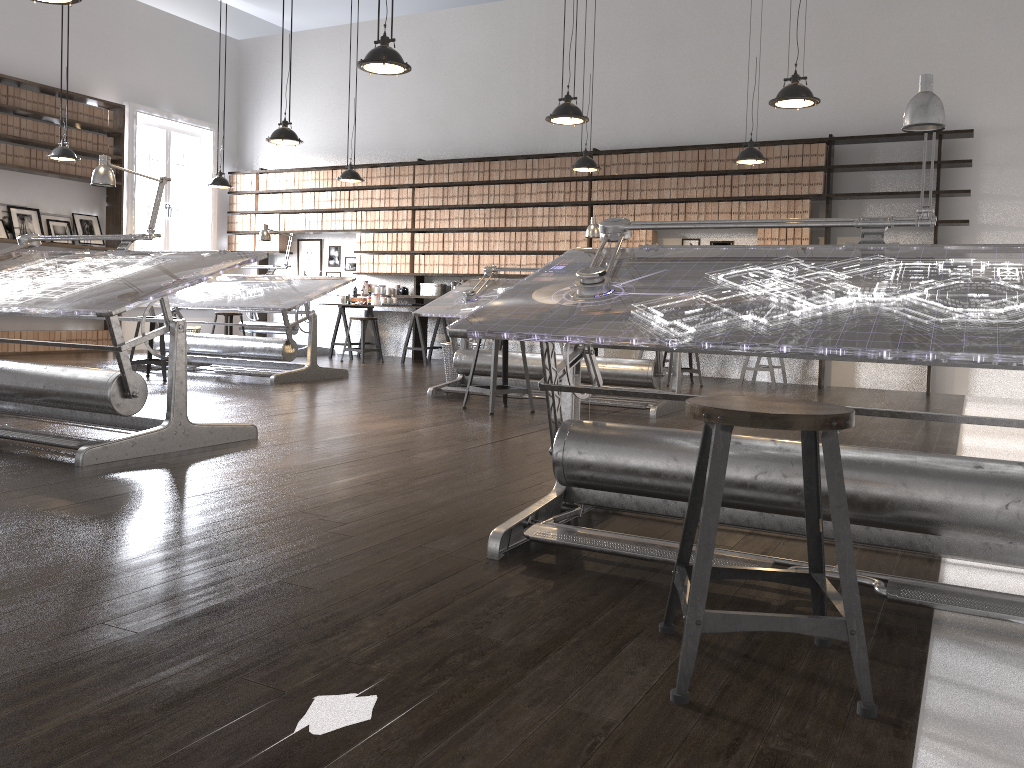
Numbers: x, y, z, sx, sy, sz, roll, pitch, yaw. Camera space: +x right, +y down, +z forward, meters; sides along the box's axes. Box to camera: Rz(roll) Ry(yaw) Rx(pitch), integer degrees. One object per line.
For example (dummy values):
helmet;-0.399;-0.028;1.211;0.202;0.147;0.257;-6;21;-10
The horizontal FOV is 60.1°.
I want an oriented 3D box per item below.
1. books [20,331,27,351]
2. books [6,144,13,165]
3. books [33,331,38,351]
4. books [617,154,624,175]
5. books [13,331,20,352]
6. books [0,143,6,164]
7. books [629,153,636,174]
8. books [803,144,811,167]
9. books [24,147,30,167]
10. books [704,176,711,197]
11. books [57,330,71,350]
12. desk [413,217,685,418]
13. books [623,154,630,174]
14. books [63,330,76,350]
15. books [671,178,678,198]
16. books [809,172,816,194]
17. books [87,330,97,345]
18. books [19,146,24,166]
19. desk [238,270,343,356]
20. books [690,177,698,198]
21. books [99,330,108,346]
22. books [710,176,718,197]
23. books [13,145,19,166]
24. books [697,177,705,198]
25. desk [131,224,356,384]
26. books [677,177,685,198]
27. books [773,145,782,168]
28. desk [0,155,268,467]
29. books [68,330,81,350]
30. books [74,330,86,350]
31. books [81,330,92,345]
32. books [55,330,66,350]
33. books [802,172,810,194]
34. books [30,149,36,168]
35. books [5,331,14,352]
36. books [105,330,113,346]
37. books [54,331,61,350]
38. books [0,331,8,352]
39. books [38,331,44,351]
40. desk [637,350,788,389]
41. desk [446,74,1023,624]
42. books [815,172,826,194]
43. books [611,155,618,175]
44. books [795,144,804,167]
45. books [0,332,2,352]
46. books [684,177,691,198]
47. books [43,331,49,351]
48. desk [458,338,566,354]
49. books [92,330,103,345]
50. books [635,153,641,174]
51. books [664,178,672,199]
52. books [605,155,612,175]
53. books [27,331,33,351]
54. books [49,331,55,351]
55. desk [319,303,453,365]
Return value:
books;-5.508;-0.478;9.895;0.175;0.225;0.067;3;3;28
books;-5.529;-2.493;9.657;0.175;0.225;0.067;3;3;27
books;-5.448;-0.487;10.016;0.175;0.225;0.067;3;3;27
books;1.218;-2.390;9.703;0.067;0.225;0.174;3;3;27
books;-5.544;-0.473;9.830;0.174;0.225;0.067;3;3;27
books;-5.566;-2.488;9.595;0.174;0.225;0.067;3;3;27
books;1.337;-2.380;9.633;0.067;0.225;0.175;3;3;28
books;2.942;-2.257;8.801;0.067;0.225;0.175;3;3;27
books;-5.442;-2.505;9.838;0.175;0.225;0.067;3;3;28
books;2.065;-2.047;9.258;0.067;0.225;0.175;3;3;28
books;-5.257;-0.512;10.381;0.175;0.225;0.067;3;3;28
desk;0.417;-0.559;6.587;2.071;1.384;1.078;4;4;27
books;1.280;-2.385;9.670;0.067;0.225;0.175;3;3;27
books;-5.222;-0.516;10.438;0.175;0.225;0.067;3;3;27
books;1.752;-2.071;9.423;0.067;0.225;0.175;3;3;27
books;2.994;-1.976;8.778;0.067;0.225;0.175;3;3;28
books;-5.098;-0.534;10.690;0.175;0.225;0.067;3;3;27
books;-5.470;-2.501;9.779;0.175;0.225;0.067;3;3;27
desk;-2.926;-0.940;11.431;1.270;1.096;1.072;4;4;27
books;1.938;-2.057;9.328;0.067;0.225;0.174;3;3;27
books;-5.029;-0.543;10.822;0.175;0.225;0.067;3;3;27
books;2.123;-2.043;9.233;0.067;0.225;0.175;3;3;27
books;-5.496;-2.497;9.721;0.175;0.225;0.067;3;3;28
books;2.001;-2.052;9.291;0.067;0.225;0.175;3;3;27
desk;-2.552;-0.787;8.138;2.282;1.384;1.078;4;4;28
books;1.816;-2.066;9.394;0.067;0.225;0.175;3;3;28
books;2.691;-2.276;8.930;0.067;0.225;0.174;3;3;27
desk;-2.222;-0.451;4.371;2.071;1.384;1.078;4;4;27
books;-5.196;-0.520;10.501;0.175;0.225;0.067;3;3;28
books;-5.163;-0.525;10.564;0.174;0.225;0.067;3;3;28
books;-5.126;-0.529;10.624;0.174;0.225;0.067;3;3;27
books;-5.285;-0.508;10.325;0.175;0.225;0.067;3;3;28
books;2.933;-1.980;8.805;0.067;0.225;0.175;3;3;27
books;-5.403;-2.510;9.902;0.175;0.225;0.067;3;3;27
books;-5.574;-0.469;9.764;0.175;0.225;0.067;3;3;27
books;-4.991;-0.548;10.888;0.175;0.225;0.067;3;3;28
books;-5.317;-0.504;10.260;0.175;0.225;0.067;3;3;27
books;-5.608;-0.464;9.700;0.175;0.225;0.067;3;3;28
books;-5.413;-0.490;10.073;0.175;0.225;0.067;3;3;28
desk;1.986;-0.346;8.903;1.670;0.668;0.656;4;4;27
desk;0.975;-0.184;2.462;2.071;1.384;1.078;4;4;27
books;3.049;-1.971;8.747;0.067;0.225;0.175;3;3;28
books;1.153;-2.394;9.732;0.067;0.225;0.174;3;3;28
books;2.875;-2.262;8.835;0.067;0.225;0.175;3;3;27
books;-5.641;-0.461;9.646;0.175;0.225;0.067;3;3;27
books;1.878;-2.062;9.364;0.067;0.225;0.174;3;3;28
books;-5.387;-0.495;10.138;0.174;0.225;0.067;3;3;28
desk;0.091;-0.492;9.894;1.670;0.668;0.656;4;4;27
books;-5.058;-0.538;10.753;0.175;0.225;0.067;3;3;28
books;1.399;-2.376;9.607;0.067;0.225;0.175;3;3;27
books;1.688;-2.076;9.459;0.067;0.225;0.175;3;3;28
books;1.092;-2.399;9.769;0.067;0.225;0.175;3;3;28
books;-5.476;-0.482;9.960;0.175;0.225;0.067;3;3;27
books;-5.353;-0.499;10.199;0.175;0.225;0.067;3;3;28
desk;-1.472;-0.612;10.710;1.670;0.668;0.656;4;4;27
